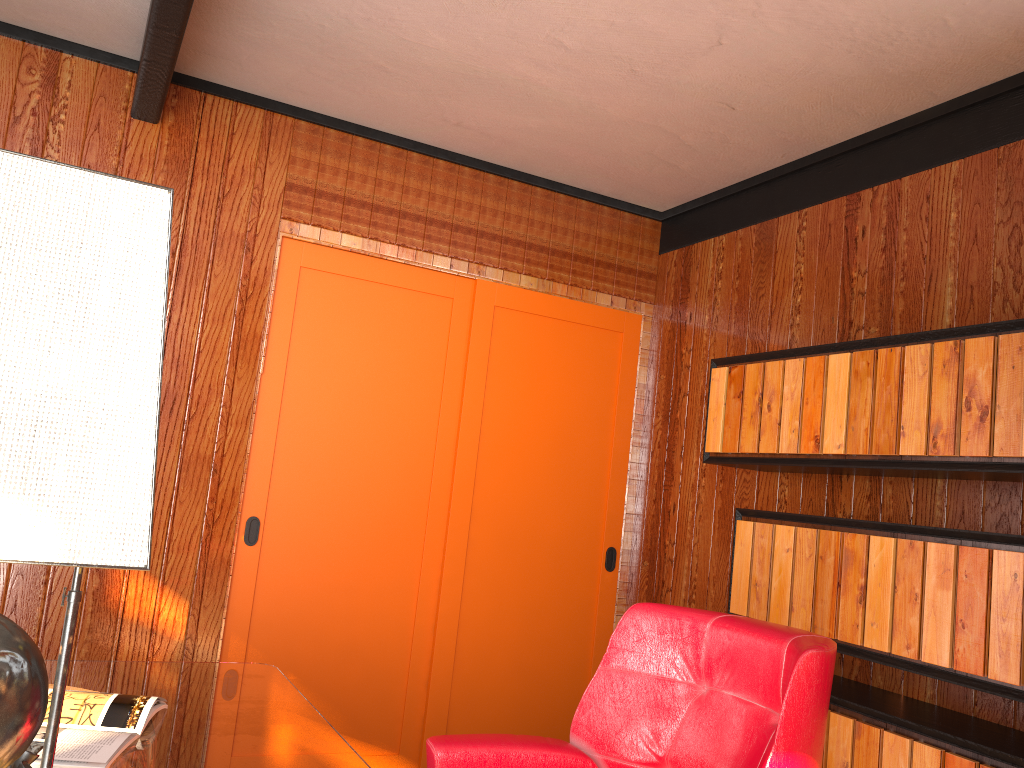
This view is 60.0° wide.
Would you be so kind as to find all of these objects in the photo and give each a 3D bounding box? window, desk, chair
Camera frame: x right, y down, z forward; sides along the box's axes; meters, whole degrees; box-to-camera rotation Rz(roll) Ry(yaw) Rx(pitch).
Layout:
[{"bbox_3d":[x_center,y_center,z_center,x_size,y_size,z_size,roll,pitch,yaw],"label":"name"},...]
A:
[{"bbox_3d":[-0.265,0.550,3.740,1.837,2.164,0.070,10,-8,-25],"label":"window"},{"bbox_3d":[-0.781,0.940,1.320,1.150,0.632,1.900,10,-8,-26],"label":"desk"},{"bbox_3d":[0.215,0.934,1.692,0.839,0.956,0.621,10,-8,-26],"label":"chair"}]

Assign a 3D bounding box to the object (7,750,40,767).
[{"bbox_3d":[-0.610,0.474,1.007,0.118,0.114,0.121,11,-8,-32],"label":"object"}]

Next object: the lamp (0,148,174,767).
[{"bbox_3d":[-0.470,0.204,0.673,0.316,0.732,0.316,10,-8,-26],"label":"lamp"}]

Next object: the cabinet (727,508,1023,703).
[{"bbox_3d":[1.248,0.593,2.373,0.321,0.390,1.653,10,-8,-26],"label":"cabinet"}]

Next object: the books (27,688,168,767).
[{"bbox_3d":[-0.855,0.631,1.677,0.300,0.049,0.422,7,-7,-7],"label":"books"}]

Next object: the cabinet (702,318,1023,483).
[{"bbox_3d":[1.218,0.071,2.616,0.321,0.390,1.653,10,-8,-26],"label":"cabinet"}]

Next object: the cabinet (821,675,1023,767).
[{"bbox_3d":[1.104,1.112,2.489,0.321,0.390,1.653,10,-8,-26],"label":"cabinet"}]
